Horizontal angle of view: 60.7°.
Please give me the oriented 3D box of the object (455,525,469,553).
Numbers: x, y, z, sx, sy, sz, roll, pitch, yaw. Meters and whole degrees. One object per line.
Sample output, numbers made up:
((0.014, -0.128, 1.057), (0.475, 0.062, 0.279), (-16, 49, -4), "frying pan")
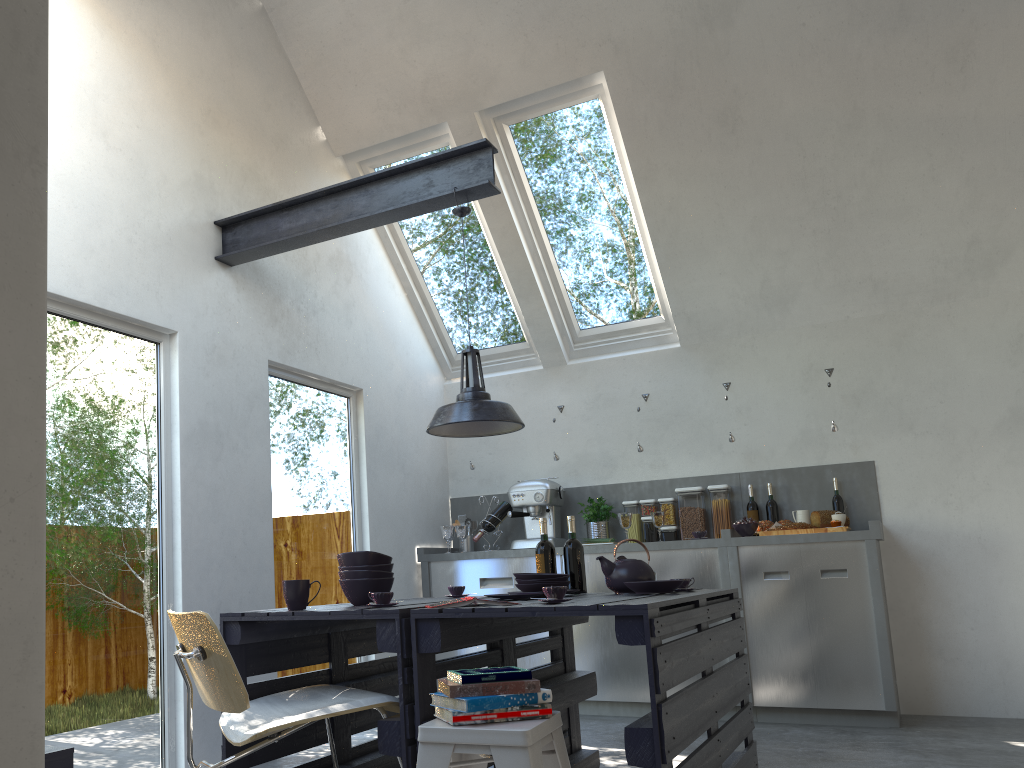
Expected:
((-0.346, 1.081, 6.091), (0.093, 0.189, 0.105), (5, -12, -41), "object")

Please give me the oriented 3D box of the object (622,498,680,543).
((0.918, 0.913, 5.770), (0.360, 0.291, 0.101), (-8, -10, 27), "object")

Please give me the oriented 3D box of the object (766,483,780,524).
((1.616, 0.787, 5.430), (0.076, 0.341, 0.069), (-8, -9, 29), "object")

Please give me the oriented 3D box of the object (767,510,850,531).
((1.699, 0.788, 5.055), (0.453, 0.110, 0.128), (-2, -10, -1), "object")

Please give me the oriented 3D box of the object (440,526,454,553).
((-0.446, 1.081, 6.070), (0.103, 0.189, 0.095), (-6, -9, 19), "object")

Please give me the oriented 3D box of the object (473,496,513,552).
((-0.172, 0.983, 6.152), (0.314, 0.389, 0.249), (4, -11, -34), "object")

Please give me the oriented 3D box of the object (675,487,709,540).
((1.168, 0.850, 5.659), (0.184, 0.350, 0.122), (-7, -9, 25), "object")

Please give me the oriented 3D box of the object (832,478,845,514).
((1.958, 0.734, 5.250), (0.066, 0.341, 0.059), (-8, -9, 29), "object")

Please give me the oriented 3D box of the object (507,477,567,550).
((0.169, 0.883, 5.984), (0.378, 0.494, 0.411), (-7, -11, 25), "object")

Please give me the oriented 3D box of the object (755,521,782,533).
((1.550, 0.848, 5.181), (0.190, 0.058, 0.210), (9, -16, -43), "object")

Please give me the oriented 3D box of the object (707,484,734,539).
((1.336, 0.825, 5.573), (0.135, 0.350, 0.123), (-7, -9, 25), "object")

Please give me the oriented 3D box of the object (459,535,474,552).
((-0.330, 1.170, 6.370), (0.102, 0.130, 0.112), (1, -10, -23), "object")

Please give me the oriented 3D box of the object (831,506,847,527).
((1.849, 0.754, 4.949), (0.070, 0.119, 0.076), (0, -10, -19), "object")

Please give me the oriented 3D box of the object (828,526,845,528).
((1.765, 0.804, 4.889), (0.019, 0.003, 0.208), (8, -16, -39), "object")

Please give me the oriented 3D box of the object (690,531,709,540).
((1.128, 0.914, 5.266), (0.124, 0.056, 0.110), (-12, -15, 40), "object")

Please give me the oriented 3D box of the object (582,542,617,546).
((0.543, 1.028, 5.601), (0.276, 0.012, 0.174), (-8, -13, 24), "object")

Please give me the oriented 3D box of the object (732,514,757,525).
((1.369, 0.811, 5.128), (0.164, 0.094, 0.139), (-5, -11, 12), "object")

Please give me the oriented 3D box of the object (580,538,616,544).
((0.522, 1.008, 5.613), (0.296, 0.053, 0.134), (-13, -16, 41), "object")

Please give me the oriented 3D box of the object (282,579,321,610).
((-0.780, 0.776, 3.218), (0.135, 0.108, 0.098), (-6, -10, 18), "object")

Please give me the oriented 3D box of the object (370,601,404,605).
((-0.457, 0.798, 3.181), (0.126, 0.013, 0.029), (4, -13, -25), "object")

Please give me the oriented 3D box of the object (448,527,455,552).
((-0.443, 1.111, 6.211), (0.098, 0.189, 0.100), (-3, -9, -3), "object")

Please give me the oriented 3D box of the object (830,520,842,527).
((1.815, 0.782, 4.900), (0.061, 0.046, 0.058), (-5, -11, 11), "object")

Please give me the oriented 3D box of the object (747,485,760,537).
((1.512, 0.803, 5.485), (0.076, 0.341, 0.070), (-6, -9, 19), "object")

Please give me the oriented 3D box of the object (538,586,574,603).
((0.142, 0.690, 2.872), (0.124, 0.056, 0.110), (-10, -14, 33), "object")

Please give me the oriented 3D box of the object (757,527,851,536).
((1.686, 0.855, 5.042), (0.496, 0.028, 0.295), (-8, -14, 26), "object")

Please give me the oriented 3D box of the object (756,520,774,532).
((1.508, 0.846, 5.194), (0.114, 0.076, 0.125), (2, -12, -21), "object")

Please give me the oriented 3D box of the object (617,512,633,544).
((0.711, 0.900, 5.454), (0.096, 0.189, 0.102), (-1, -9, -15), "object")

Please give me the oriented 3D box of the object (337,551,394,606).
((-0.579, 0.774, 3.477), (0.204, 0.211, 0.205), (-8, -11, 26), "object")

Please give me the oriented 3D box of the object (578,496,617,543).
((0.569, 0.923, 5.876), (0.238, 0.338, 0.263), (1, -10, -21), "object")

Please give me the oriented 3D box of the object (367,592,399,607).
((-0.465, 0.773, 3.143), (0.120, 0.056, 0.114), (-5, -12, 13), "object")

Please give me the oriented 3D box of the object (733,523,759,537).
((1.372, 0.860, 5.121), (0.142, 0.078, 0.153), (1, -12, -16), "object")

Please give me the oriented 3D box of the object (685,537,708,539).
((1.104, 0.925, 5.234), (0.133, 0.013, 0.028), (-3, -12, 3), "object")

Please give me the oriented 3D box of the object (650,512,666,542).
((0.924, 0.900, 5.493), (0.102, 0.189, 0.096), (-5, -9, 14), "object")

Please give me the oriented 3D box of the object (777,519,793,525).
((1.625, 0.844, 5.203), (0.114, 0.076, 0.125), (2, -12, -21), "object")

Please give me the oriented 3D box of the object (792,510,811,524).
((1.715, 0.803, 5.151), (0.085, 0.118, 0.087), (6, -13, -42), "object")
